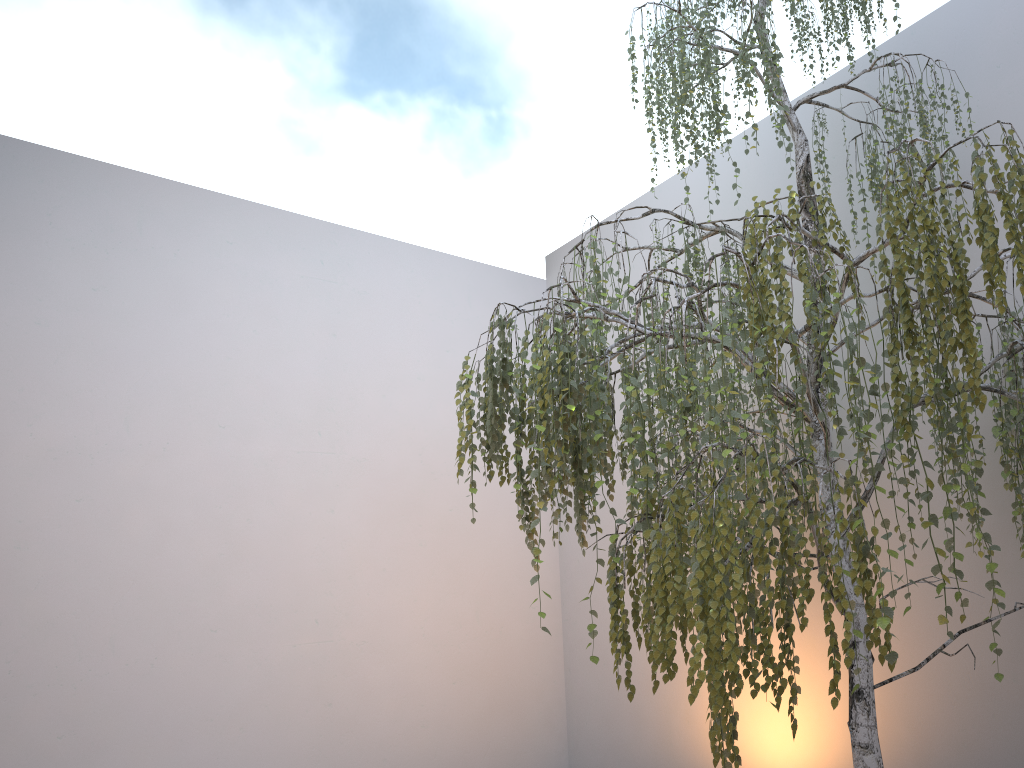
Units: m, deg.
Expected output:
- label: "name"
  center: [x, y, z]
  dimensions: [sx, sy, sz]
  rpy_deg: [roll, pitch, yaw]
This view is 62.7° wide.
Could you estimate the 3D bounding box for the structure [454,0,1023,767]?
- label: "structure"
  center: [0.854, -0.196, 2.787]
  dimensions: [2.040, 3.913, 2.118]
  rpy_deg: [9, -19, -43]
